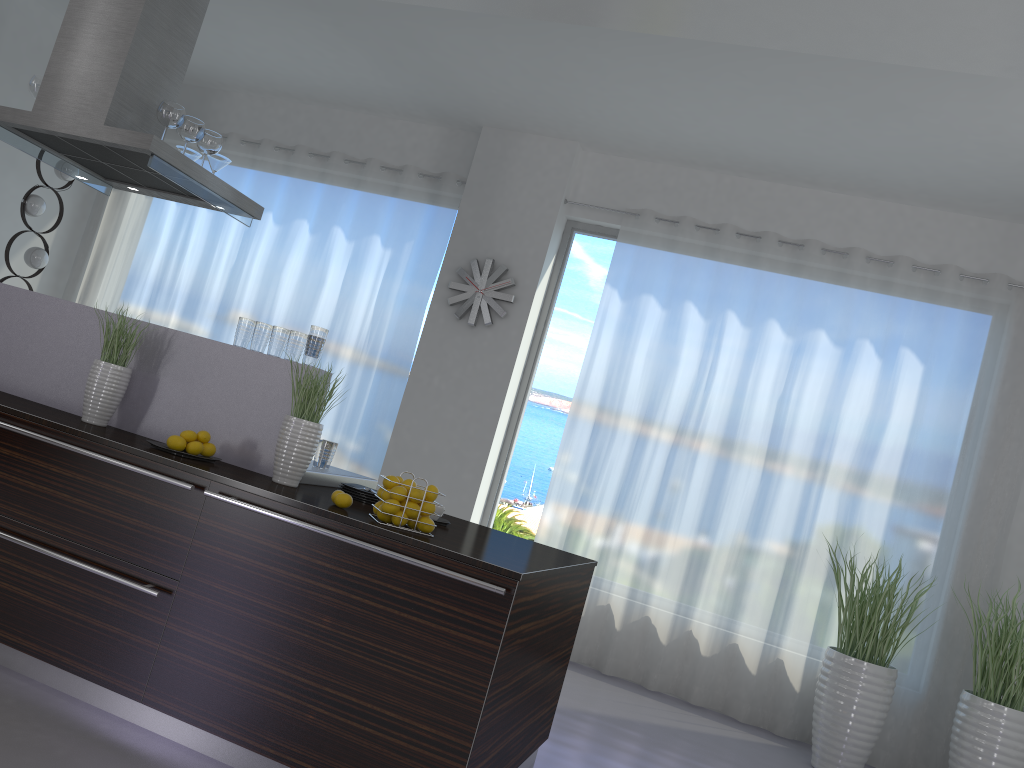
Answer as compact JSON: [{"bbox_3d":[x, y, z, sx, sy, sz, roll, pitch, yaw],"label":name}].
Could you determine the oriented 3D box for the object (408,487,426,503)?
[{"bbox_3d":[-0.310,0.362,2.891,0.051,0.053,0.063,13,-6,30],"label":"object"}]

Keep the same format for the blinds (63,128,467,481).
[{"bbox_3d":[-2.263,-0.443,6.986,3.245,3.112,0.120,14,-5,17],"label":"blinds"}]

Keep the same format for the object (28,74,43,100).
[{"bbox_3d":[-2.292,-1.372,4.290,0.125,0.221,0.125,11,-7,42],"label":"object"}]

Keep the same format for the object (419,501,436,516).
[{"bbox_3d":[-0.281,0.411,2.923,0.061,0.054,0.053,18,-6,-26],"label":"object"}]

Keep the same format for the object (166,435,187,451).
[{"bbox_3d":[-1.211,0.215,3.203,0.070,0.058,0.060,15,-5,16],"label":"object"}]

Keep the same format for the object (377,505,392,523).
[{"bbox_3d":[-0.406,0.425,2.909,0.064,0.063,0.074,12,-6,38],"label":"object"}]

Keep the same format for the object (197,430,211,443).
[{"bbox_3d":[-1.141,0.196,3.279,0.053,0.048,0.063,17,-5,-17],"label":"object"}]

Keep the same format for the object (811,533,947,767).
[{"bbox_3d":[1.934,1.505,4.921,0.713,1.334,0.656,14,-5,18],"label":"object"}]

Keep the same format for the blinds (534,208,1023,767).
[{"bbox_3d":[1.682,0.570,5.717,2.830,3.112,0.120,14,-5,17],"label":"blinds"}]

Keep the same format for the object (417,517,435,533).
[{"bbox_3d":[-0.283,0.460,2.896,0.062,0.052,0.053,19,-6,-33],"label":"object"}]

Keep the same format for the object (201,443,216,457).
[{"bbox_3d":[-1.125,0.243,3.277,0.063,0.053,0.051,19,-6,-32],"label":"object"}]

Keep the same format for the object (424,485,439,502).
[{"bbox_3d":[-0.271,0.365,2.947,0.050,0.060,0.059,14,-5,17],"label":"object"}]

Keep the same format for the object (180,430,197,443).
[{"bbox_3d":[-1.185,0.191,3.249,0.061,0.047,0.053,14,-5,20],"label":"object"}]

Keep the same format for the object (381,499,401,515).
[{"bbox_3d":[-0.389,0.397,2.856,0.061,0.054,0.052,16,-5,-6],"label":"object"}]

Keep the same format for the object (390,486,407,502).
[{"bbox_3d":[-0.369,0.357,2.885,0.061,0.052,0.053,13,-6,30],"label":"object"}]

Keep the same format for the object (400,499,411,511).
[{"bbox_3d":[-0.342,0.403,2.907,0.051,0.053,0.062,14,-6,25],"label":"object"}]

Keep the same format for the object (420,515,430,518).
[{"bbox_3d":[-0.306,0.439,2.982,0.062,0.053,0.052,20,-6,-36],"label":"object"}]

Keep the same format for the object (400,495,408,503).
[{"bbox_3d":[-0.372,0.383,2.977,0.064,0.053,0.051,14,-5,20],"label":"object"}]

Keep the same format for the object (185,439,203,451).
[{"bbox_3d":[-1.177,0.233,3.283,0.057,0.060,0.071,14,-5,19],"label":"object"}]

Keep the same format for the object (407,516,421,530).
[{"bbox_3d":[-0.322,0.455,2.939,0.061,0.055,0.050,19,-6,-27],"label":"object"}]

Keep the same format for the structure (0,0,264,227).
[{"bbox_3d":[-1.761,-1.594,4.491,0.981,1.231,0.915,14,-5,17],"label":"structure"}]

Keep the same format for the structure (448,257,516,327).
[{"bbox_3d":[-0.220,-0.658,6.335,0.505,0.505,0.076,14,-5,17],"label":"structure"}]

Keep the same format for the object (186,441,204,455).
[{"bbox_3d":[-1.155,0.234,3.229,0.061,0.054,0.052,16,-5,-6],"label":"object"}]

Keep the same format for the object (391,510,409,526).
[{"bbox_3d":[-0.363,0.435,2.872,0.051,0.053,0.063,14,-6,25],"label":"object"}]

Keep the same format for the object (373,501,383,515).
[{"bbox_3d":[-0.434,0.415,2.963,0.060,0.057,0.052,14,-5,19],"label":"object"}]

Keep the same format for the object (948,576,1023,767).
[{"bbox_3d":[2.553,1.667,4.755,0.656,1.334,0.713,16,-5,2],"label":"object"}]

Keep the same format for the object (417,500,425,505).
[{"bbox_3d":[-0.313,0.385,2.961,0.055,0.051,0.061,15,-5,12],"label":"object"}]

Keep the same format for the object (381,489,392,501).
[{"bbox_3d":[-0.402,0.374,2.930,0.062,0.053,0.052,17,-5,-11],"label":"object"}]

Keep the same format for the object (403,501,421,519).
[{"bbox_3d":[-0.325,0.409,2.881,0.061,0.055,0.051,16,-5,-3],"label":"object"}]

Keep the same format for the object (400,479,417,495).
[{"bbox_3d":[-0.344,0.342,2.952,0.051,0.053,0.063,14,-5,19],"label":"object"}]

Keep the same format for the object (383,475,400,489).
[{"bbox_3d":[-0.402,0.329,2.950,0.053,0.051,0.063,18,-6,-25],"label":"object"}]
